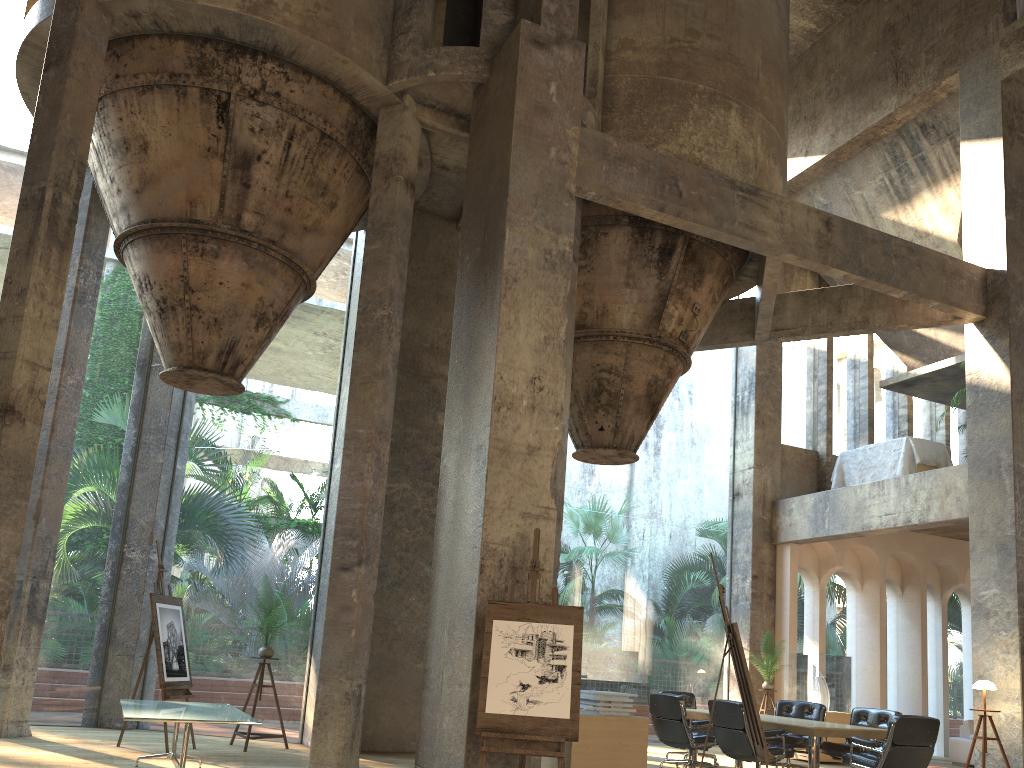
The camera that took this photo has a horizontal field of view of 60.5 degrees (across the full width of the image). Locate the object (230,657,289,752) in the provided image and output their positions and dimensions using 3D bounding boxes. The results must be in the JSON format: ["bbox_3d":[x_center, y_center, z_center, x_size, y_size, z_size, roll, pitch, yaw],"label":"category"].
[{"bbox_3d":[-2.673,3.498,9.638,0.577,0.946,0.670,11,-15,-29],"label":"object"}]

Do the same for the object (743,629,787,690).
[{"bbox_3d":[3.863,4.216,13.477,0.870,0.915,0.698,13,-16,-32],"label":"object"}]

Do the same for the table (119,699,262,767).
[{"bbox_3d":[-2.673,2.898,7.067,0.947,0.531,1.914,11,-18,-22],"label":"table"}]

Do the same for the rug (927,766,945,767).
[{"bbox_3d":[6.394,5.394,12.041,1.355,0.009,2.519,11,-19,-22],"label":"rug"}]

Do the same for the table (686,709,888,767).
[{"bbox_3d":[2.894,4.063,9.734,1.112,0.680,2.465,11,-18,-22],"label":"table"}]

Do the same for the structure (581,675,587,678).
[{"bbox_3d":[0.429,4.209,11.252,0.749,0.987,0.750,10,-14,-23],"label":"structure"}]

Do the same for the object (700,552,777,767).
[{"bbox_3d":[1.799,2.425,7.041,0.684,2.089,0.720,3,-11,8],"label":"object"}]

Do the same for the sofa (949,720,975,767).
[{"bbox_3d":[8.769,5.761,13.808,2.948,0.702,2.111,12,-18,-23],"label":"sofa"}]

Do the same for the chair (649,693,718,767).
[{"bbox_3d":[1.997,3.957,9.906,0.827,0.869,0.745,10,-15,-22],"label":"chair"}]

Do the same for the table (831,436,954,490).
[{"bbox_3d":[5.895,1.376,13.710,1.123,0.779,1.789,11,-18,-22],"label":"table"}]

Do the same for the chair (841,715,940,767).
[{"bbox_3d":[3.539,3.574,8.349,0.737,0.868,0.837,11,-15,-27],"label":"chair"}]

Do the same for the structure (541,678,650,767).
[{"bbox_3d":[0.668,3.086,7.655,0.741,0.987,0.758,10,-14,-23],"label":"structure"}]

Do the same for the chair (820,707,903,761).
[{"bbox_3d":[3.762,3.983,9.588,0.830,0.868,0.742,12,-16,-29],"label":"chair"}]

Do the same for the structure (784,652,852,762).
[{"bbox_3d":[4.518,4.778,12.980,0.749,1.506,0.605,9,-13,-23],"label":"structure"}]

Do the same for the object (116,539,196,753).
[{"bbox_3d":[-3.553,2.665,9.007,0.684,2.089,0.720,3,-11,5],"label":"object"}]

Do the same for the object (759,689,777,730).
[{"bbox_3d":[3.828,5.109,13.256,0.660,0.946,0.585,-3,-14,30],"label":"object"}]

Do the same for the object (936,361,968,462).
[{"bbox_3d":[6.666,0.379,12.011,1.363,1.760,1.434,8,-14,-17],"label":"object"}]

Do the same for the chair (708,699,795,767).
[{"bbox_3d":[2.462,3.672,8.902,0.825,0.869,0.747,8,-14,-17],"label":"chair"}]

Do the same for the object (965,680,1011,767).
[{"bbox_3d":[5.162,3.932,9.732,0.663,1.263,0.581,9,-13,-23],"label":"object"}]

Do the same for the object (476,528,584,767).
[{"bbox_3d":[0.132,2.036,6.188,0.701,2.089,0.702,4,-11,2],"label":"object"}]

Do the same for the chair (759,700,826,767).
[{"bbox_3d":[3.313,4.234,10.485,0.735,0.868,0.839,-7,-18,39],"label":"chair"}]

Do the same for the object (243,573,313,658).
[{"bbox_3d":[-2.606,2.571,9.746,0.859,0.915,0.707,5,-13,-3],"label":"object"}]

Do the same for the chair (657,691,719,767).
[{"bbox_3d":[2.281,4.353,11.091,0.738,0.868,0.836,12,-16,-28],"label":"chair"}]
